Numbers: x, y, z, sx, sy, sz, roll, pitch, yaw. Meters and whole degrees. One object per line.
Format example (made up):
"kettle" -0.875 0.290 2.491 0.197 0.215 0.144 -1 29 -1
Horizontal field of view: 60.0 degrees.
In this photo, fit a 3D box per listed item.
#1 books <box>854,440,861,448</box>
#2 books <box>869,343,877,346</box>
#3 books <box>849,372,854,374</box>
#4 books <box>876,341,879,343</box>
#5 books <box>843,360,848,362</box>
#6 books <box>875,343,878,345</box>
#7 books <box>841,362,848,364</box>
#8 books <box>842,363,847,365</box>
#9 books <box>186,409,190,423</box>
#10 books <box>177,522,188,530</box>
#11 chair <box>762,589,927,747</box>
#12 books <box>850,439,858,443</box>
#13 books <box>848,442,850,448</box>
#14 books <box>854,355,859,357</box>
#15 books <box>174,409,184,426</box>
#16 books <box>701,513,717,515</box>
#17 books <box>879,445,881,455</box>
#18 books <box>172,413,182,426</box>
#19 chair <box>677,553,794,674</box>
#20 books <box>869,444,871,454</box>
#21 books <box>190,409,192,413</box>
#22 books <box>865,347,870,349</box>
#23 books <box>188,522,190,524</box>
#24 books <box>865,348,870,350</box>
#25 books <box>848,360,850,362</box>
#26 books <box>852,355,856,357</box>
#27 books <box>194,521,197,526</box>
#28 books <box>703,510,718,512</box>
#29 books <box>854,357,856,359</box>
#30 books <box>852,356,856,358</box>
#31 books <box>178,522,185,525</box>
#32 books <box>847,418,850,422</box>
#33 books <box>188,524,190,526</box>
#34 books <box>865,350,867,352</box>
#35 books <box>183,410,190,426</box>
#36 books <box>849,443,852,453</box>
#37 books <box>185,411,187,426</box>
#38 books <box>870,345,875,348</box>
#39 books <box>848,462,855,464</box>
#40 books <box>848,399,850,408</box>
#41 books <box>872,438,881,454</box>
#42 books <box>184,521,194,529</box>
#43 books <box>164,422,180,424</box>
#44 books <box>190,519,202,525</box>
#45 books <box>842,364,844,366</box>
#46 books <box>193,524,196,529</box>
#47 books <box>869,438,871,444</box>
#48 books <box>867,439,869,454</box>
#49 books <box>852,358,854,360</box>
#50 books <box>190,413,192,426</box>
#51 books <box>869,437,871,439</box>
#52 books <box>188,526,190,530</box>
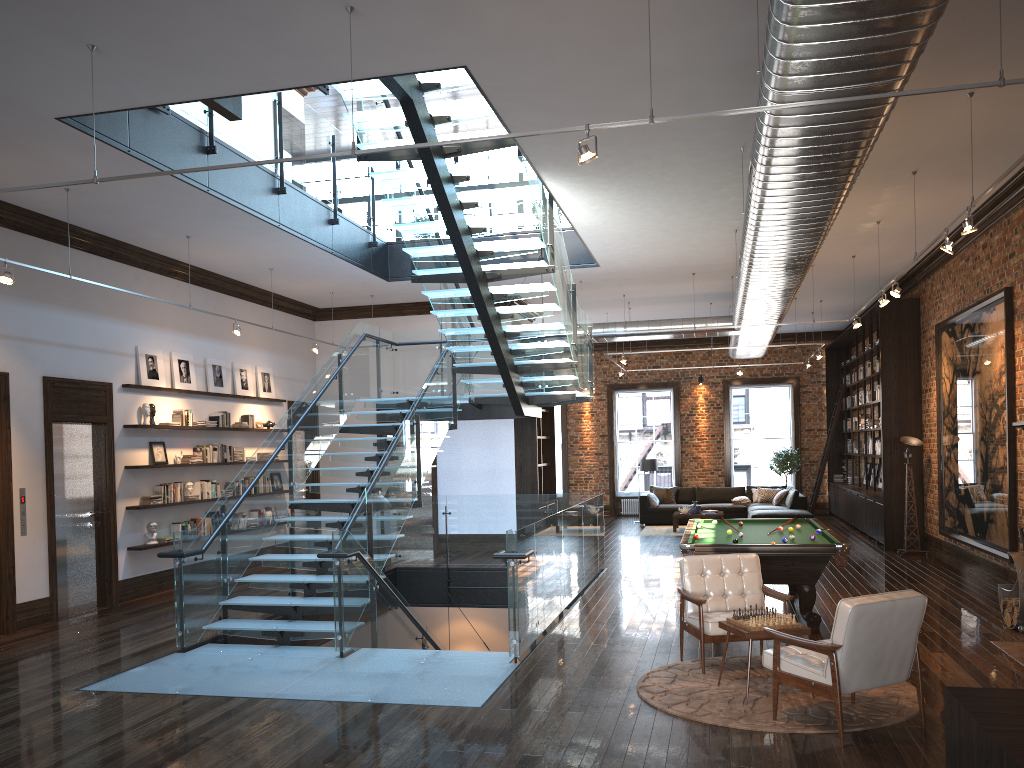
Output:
"books" 7.815 1.417 20.067 0.129 0.282 0.030 -1 1 13
"books" 7.065 -0.775 17.185 0.205 0.017 0.360 -2 -4 10
"books" 7.804 -0.108 20.301 0.168 0.338 0.016 -2 1 13
"books" 6.901 -0.783 16.488 0.216 0.020 0.235 -2 -4 10
"books" 7.963 -0.539 20.981 0.190 0.017 0.300 -2 -4 11
"books" 6.898 -0.745 16.490 0.227 0.015 0.275 -2 -4 11
"books" 7.939 -0.501 20.987 0.230 0.015 0.313 -2 -4 9
"books" 7.950 -0.472 20.985 0.226 0.011 0.270 -2 -4 12
"books" -4.448 0.462 12.046 0.133 0.228 0.025 -2 1 13
"books" -4.433 1.973 11.948 0.152 0.221 0.011 -2 1 13
"chair" 2.077 1.707 5.561 0.768 0.865 0.743 -1 -2 -27
"books" 7.870 1.428 20.390 0.165 0.304 0.013 -2 1 13
"books" 7.908 1.471 20.573 0.188 0.244 0.026 -2 1 13
"books" 7.671 -0.607 19.673 0.156 0.022 0.327 -3 -4 16
"books" -4.481 0.454 11.927 0.142 0.228 0.014 -2 1 13
"books" 4.012 2.639 18.039 0.261 0.024 0.206 -1 -4 -9
"books" 6.988 1.237 16.637 0.174 0.184 0.034 -2 0 13
"books" -4.496 0.479 11.898 0.128 0.176 0.050 -2 0 13
"chair" 1.777 1.826 7.095 0.768 0.865 0.742 -1 -1 -7
"books" 7.270 1.301 17.823 0.175 0.206 0.031 -2 1 13
"books" -4.440 0.467 12.146 0.119 0.232 0.014 -2 1 13
"books" 7.231 -0.715 17.897 0.199 0.017 0.303 -2 -4 8
"books" -4.428 1.984 12.047 0.125 0.214 0.013 -2 1 13
"books" 7.241 -0.702 17.895 0.204 0.011 0.309 -2 -4 13
"books" 7.727 -0.521 20.065 0.230 0.033 0.273 -3 -4 17
"books" 7.656 -0.621 19.677 0.192 0.007 0.365 -3 -4 15
"books" -4.390 1.989 12.176 0.136 0.222 0.021 -2 1 13
"books" 4.108 2.633 18.365 0.262 0.028 0.206 3 -6 -44
"books" 7.529 -0.573 19.151 0.210 0.014 0.291 -2 -4 12
"books" 7.644 -0.586 19.680 0.216 0.018 0.377 -2 -4 11
"books" -4.453 1.974 11.935 0.114 0.220 0.022 -2 1 13
"books" 7.932 0.949 20.718 0.179 0.299 0.015 -2 1 13
"books" -4.436 1.994 12.013 0.126 0.189 0.056 -2 0 13
"books" 7.232 -0.662 17.898 0.219 0.016 0.367 -2 -4 14
"books" -4.443 0.465 12.001 0.164 0.216 0.012 -2 1 13
"books" 7.825 1.456 20.276 0.212 0.233 0.019 -2 1 13
"books" -4.461 0.471 11.954 0.164 0.198 0.029 -2 1 13
"books" 7.069 -0.721 17.185 0.193 0.030 0.313 -2 -4 8
"books" 8.002 1.864 20.978 0.184 0.030 0.265 -3 -4 18
"books" 7.827 0.458 20.379 0.191 0.229 0.034 -2 1 13
"books" 7.167 1.218 17.403 0.186 0.317 0.015 -2 1 13
"books" -4.408 1.980 12.079 0.140 0.226 0.060 -2 0 13
"books" -4.530 0.518 11.729 0.142 0.011 0.256 -2 -4 11
"books" -4.364 1.980 12.222 0.176 0.244 0.082 -2 0 13
"books" 7.947 -0.459 20.986 0.213 0.014 0.357 -2 -4 9
"books" -4.391 2.004 12.122 0.152 0.183 0.030 -2 0 13
"books" 7.305 1.255 17.918 0.170 0.311 0.038 -2 1 13
"books" 7.316 1.267 18.012 0.184 0.301 0.016 -2 1 13
"books" 7.648 -0.565 19.680 0.205 0.024 0.249 -3 -4 17
"books" -4.437 0.493 12.121 0.132 0.178 0.035 -2 0 13
"books" 7.309 1.243 17.943 0.144 0.337 0.013 -1 1 13
"books" -4.417 2.001 11.965 0.167 0.168 0.029 -2 0 13
